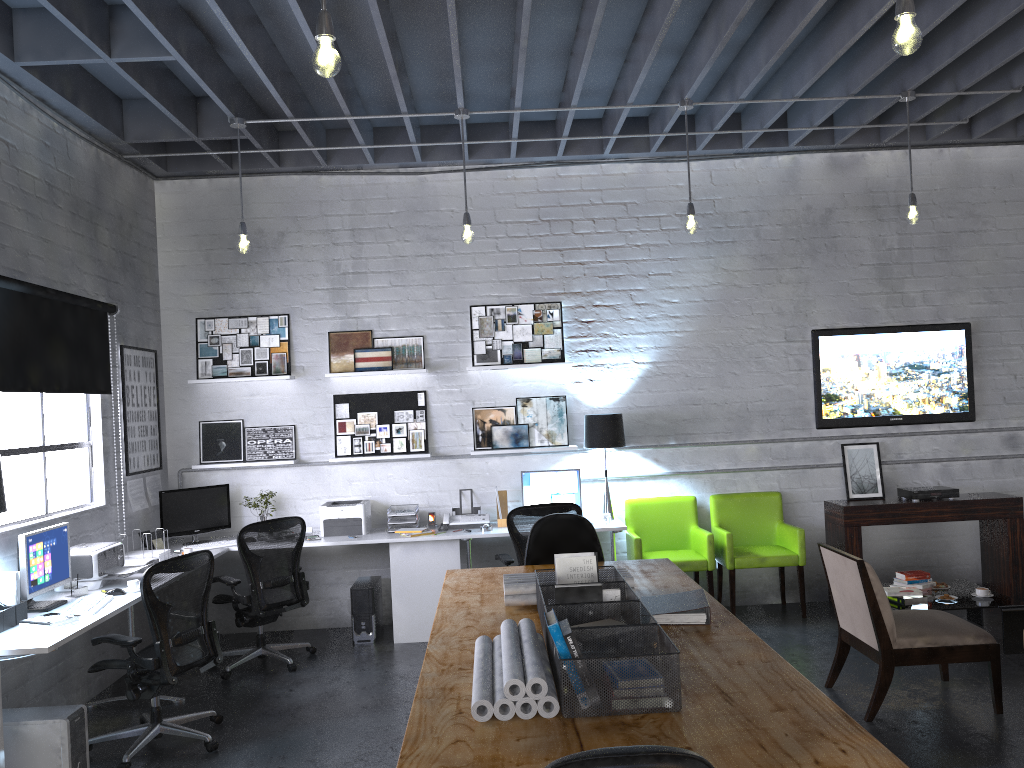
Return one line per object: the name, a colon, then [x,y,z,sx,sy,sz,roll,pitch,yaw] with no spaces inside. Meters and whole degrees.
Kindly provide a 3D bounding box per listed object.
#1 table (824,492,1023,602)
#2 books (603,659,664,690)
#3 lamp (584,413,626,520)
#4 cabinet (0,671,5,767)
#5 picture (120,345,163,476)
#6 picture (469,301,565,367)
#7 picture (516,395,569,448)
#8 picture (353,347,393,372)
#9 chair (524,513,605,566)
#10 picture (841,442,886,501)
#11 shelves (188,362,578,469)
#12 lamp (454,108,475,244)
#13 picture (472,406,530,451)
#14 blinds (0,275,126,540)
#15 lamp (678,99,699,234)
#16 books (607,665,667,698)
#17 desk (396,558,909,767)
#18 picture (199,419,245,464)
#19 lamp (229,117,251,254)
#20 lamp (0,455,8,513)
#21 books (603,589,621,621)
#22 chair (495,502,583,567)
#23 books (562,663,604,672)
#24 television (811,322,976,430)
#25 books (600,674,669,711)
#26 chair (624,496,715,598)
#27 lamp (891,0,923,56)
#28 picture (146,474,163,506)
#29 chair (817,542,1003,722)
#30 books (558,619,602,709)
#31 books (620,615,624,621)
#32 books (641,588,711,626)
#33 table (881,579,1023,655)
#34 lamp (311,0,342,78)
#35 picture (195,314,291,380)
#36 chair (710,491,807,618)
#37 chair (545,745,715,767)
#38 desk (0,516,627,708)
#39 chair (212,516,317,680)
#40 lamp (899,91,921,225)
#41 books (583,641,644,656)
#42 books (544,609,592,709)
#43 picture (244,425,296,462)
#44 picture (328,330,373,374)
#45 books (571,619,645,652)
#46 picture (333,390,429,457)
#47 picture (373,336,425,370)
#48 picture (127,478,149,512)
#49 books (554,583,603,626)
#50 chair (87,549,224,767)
table: [3.275,1.324,7.061,1.410,0.820,0.404,-3,0,-1]
books: [0.330,0.792,2.427,0.127,0.022,0.181,-3,-1,-6]
lamp: [0.738,0.653,6.971,0.333,0.832,0.333,-2,0,-40]
cabinet: [-2.389,1.418,3.206,0.465,1.021,1.152,-3,-1,-2]
picture: [-2.762,0.196,6.620,0.020,0.935,0.658,-3,-1,-2]
picture: [0.042,-0.401,7.160,0.749,0.503,0.058,-3,0,-1]
picture: [0.245,0.305,7.167,0.410,0.408,0.047,-3,0,-1]
picture: [-1.113,-0.192,7.119,0.311,0.196,0.029,-3,0,-1]
chair: [0.311,1.238,4.291,0.659,1.164,0.687,-3,0,-3]
picture: [2.851,0.709,7.203,0.308,0.457,0.092,-3,0,-1]
shelves: [-1.008,0.247,7.060,3.024,0.694,0.199,-3,0,-1]
lamp: [-0.311,-1.359,5.837,0.104,0.878,0.104,-3,0,-1]
picture: [-0.089,0.353,7.149,0.452,0.345,0.054,-3,0,-1]
blinds: [-2.678,0.234,5.031,0.100,1.632,2.120,-3,-1,-2]
lamp: [1.170,-1.430,5.875,0.104,0.878,0.104,-3,0,-1]
books: [0.335,0.814,2.432,0.141,0.021,0.203,-3,-1,0]
desk: [0.288,1.333,3.028,1.115,0.926,2.832,-3,-1,-2]
picture: [-2.326,0.461,7.104,0.355,0.343,0.042,-3,0,-1]
lamp: [-1.773,-1.289,5.800,0.104,0.878,0.104,-3,0,-1]
lamp: [-2.460,0.747,4.002,0.333,0.832,0.333,-2,0,-40]
books: [0.289,0.773,2.948,0.143,0.188,0.061,-3,0,-2]
chair: [0.169,1.355,6.394,0.731,1.031,0.753,-2,-1,-33]
books: [0.274,0.847,2.740,0.250,0.031,0.185,-3,-1,-4]
television: [3.111,-0.067,7.228,1.324,0.816,0.021,-3,0,-2]
books: [0.333,0.838,2.431,0.155,0.029,0.226,-3,-1,-2]
chair: [1.229,1.370,6.951,0.611,0.920,0.516,-3,0,-1]
lamp: [1.247,-1.496,2.848,0.104,0.878,0.104,-3,0,-1]
picture: [-2.729,0.812,6.799,0.036,0.221,0.289,-3,-1,-2]
chair: [2.170,1.322,4.896,0.725,0.842,0.575,-3,0,-1]
books: [0.184,0.755,2.403,0.097,0.209,0.157,-3,-1,-2]
books: [0.258,0.818,3.081,0.248,0.021,0.177,-3,-1,-2]
books: [0.604,0.826,3.294,0.244,0.067,0.298,-3,-1,8]
table: [2.888,1.582,6.054,0.873,0.300,0.873,-3,-1,2]
lamp: [-0.605,-1.407,2.800,0.104,0.878,0.104,-3,0,-1]
picture: [-2.153,-0.296,7.103,0.749,0.503,0.058,-3,0,-1]
chair: [1.923,1.337,6.968,0.611,0.920,0.516,-3,0,-1]
chair: [0.187,1.192,1.721,0.659,1.164,0.687,-3,0,-3]
desk: [-0.889,1.511,5.507,3.574,0.785,3.299,-3,-1,-1]
chair: [-1.791,1.445,6.190,0.753,1.031,0.732,-3,-1,22]
lamp: [2.656,-1.501,5.913,0.104,0.878,0.104,-3,0,42]
books: [0.274,0.798,2.742,0.250,0.022,0.205,-3,-1,4]
books: [0.150,0.745,2.416,0.108,0.234,0.166,-3,-1,-2]
picture: [-1.940,0.476,7.111,0.410,0.277,0.036,-3,0,-1]
picture: [-1.296,-0.257,7.133,0.355,0.343,0.042,-3,0,-1]
books: [0.262,0.774,2.738,0.232,0.027,0.185,-2,-1,-29]
picture: [-1.054,0.320,7.129,0.749,0.503,0.058,-3,0,-1]
picture: [-0.910,-0.242,7.140,0.410,0.277,0.036,-3,0,-1]
picture: [-2.720,0.804,6.452,0.036,0.221,0.289,-3,-1,-2]
books: [0.221,0.762,2.915,0.158,0.214,0.063,-3,0,-2]
chair: [-1.928,1.422,4.729,0.753,1.031,0.732,-3,-1,2]
